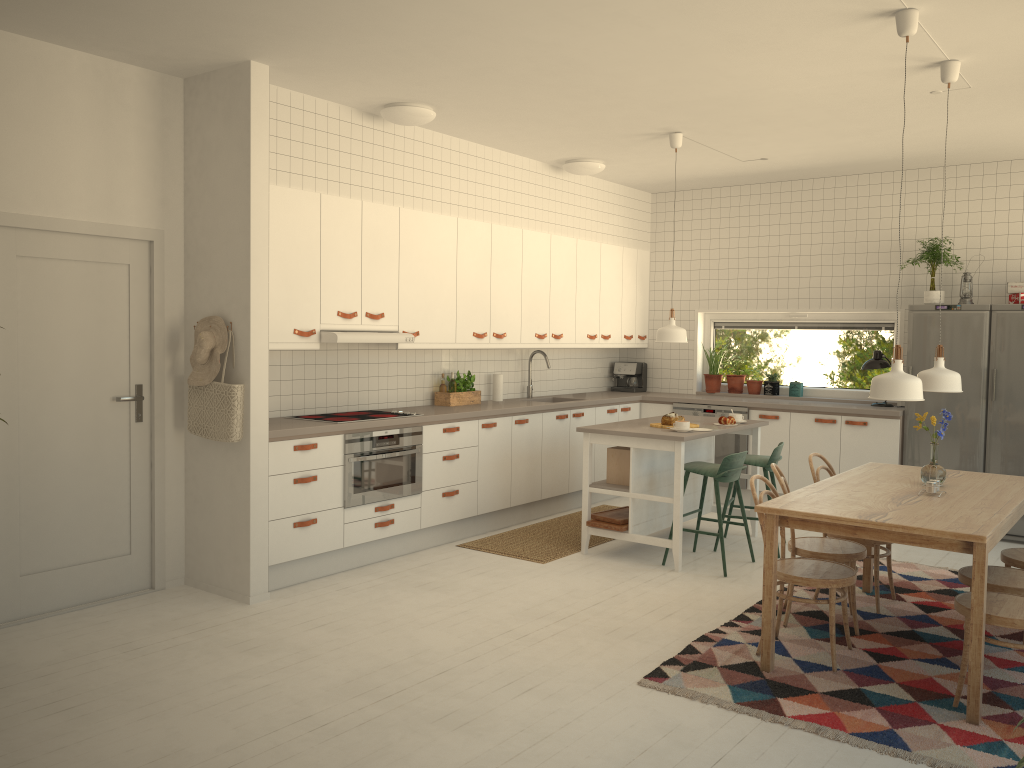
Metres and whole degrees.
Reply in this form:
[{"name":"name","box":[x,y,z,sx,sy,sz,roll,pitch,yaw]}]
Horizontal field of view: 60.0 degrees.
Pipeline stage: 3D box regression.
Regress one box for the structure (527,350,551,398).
[{"name":"structure","box":[0.228,-0.082,7.636,0.236,0.421,0.063,4,4,44]}]

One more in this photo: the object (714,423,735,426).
[{"name":"object","box":[1.513,0.288,6.283,0.167,0.005,0.167,3,4,32]}]

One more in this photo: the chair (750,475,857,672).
[{"name":"chair","box":[1.352,0.849,4.138,0.483,0.810,0.385,3,3,34]}]

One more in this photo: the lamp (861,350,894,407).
[{"name":"lamp","box":[3.045,-0.049,7.399,0.262,0.465,0.239,0,3,-24]}]

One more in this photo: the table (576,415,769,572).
[{"name":"table","box":[1.170,0.716,6.319,0.794,0.864,1.424,3,4,37]}]

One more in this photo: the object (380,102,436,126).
[{"name":"object","box":[-0.656,-1.694,5.612,0.351,0.101,0.351,0,3,-11]}]

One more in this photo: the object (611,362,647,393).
[{"name":"object","box":[1.136,-0.070,8.817,0.316,0.292,0.279,3,4,38]}]

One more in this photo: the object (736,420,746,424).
[{"name":"object","box":[1.618,0.274,6.427,0.160,0.020,0.160,3,4,33]}]

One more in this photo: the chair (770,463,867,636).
[{"name":"chair","box":[1.580,0.828,4.596,0.483,0.810,0.385,2,3,19]}]

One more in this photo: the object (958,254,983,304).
[{"name":"object","box":[3.504,-0.797,6.792,0.154,0.383,0.163,-1,3,-30]}]

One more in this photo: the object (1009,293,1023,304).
[{"name":"object","box":[3.906,-0.631,6.598,0.309,0.082,0.312,2,3,17]}]

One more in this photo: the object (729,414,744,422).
[{"name":"object","box":[1.620,0.248,6.428,0.094,0.060,0.098,3,4,34]}]

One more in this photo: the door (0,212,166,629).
[{"name":"door","box":[-2.296,0.169,4.663,0.166,2.032,0.955,3,4,37]}]

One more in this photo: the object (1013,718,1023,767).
[{"name":"object","box":[1.145,0.703,1.523,0.514,1.423,0.569,0,3,-10]}]

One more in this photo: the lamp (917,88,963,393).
[{"name":"lamp","box":[2.217,-0.760,4.548,0.229,1.595,0.230,1,3,-7]}]

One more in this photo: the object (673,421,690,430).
[{"name":"object","box":[1.113,0.273,5.799,0.098,0.064,0.094,1,3,-5]}]

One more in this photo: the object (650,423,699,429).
[{"name":"object","box":[1.117,0.286,6.092,0.306,0.019,0.237,-1,4,-37]}]

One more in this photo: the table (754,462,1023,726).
[{"name":"table","box":[1.938,0.888,4.296,0.894,0.749,1.798,3,4,37]}]

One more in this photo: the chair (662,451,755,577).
[{"name":"chair","box":[1.294,0.802,5.783,0.446,0.752,0.485,3,4,36]}]

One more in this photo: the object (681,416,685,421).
[{"name":"object","box":[1.150,0.248,6.117,0.083,0.055,0.073,4,4,43]}]

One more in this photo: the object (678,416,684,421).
[{"name":"object","box":[1.139,0.248,6.090,0.083,0.057,0.072,4,4,43]}]

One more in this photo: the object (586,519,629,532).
[{"name":"object","box":[0.738,0.934,6.030,0.281,0.030,0.430,3,4,37]}]

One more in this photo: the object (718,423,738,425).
[{"name":"object","box":[1.515,0.285,6.286,0.120,0.005,0.122,-1,4,-35]}]

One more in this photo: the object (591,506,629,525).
[{"name":"object","box":[0.770,0.901,6.099,0.430,0.030,0.281,-2,4,-44]}]

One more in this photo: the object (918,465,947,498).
[{"name":"object","box":[1.984,0.452,4.180,0.095,0.138,0.155,3,4,37]}]

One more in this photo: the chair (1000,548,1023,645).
[{"name":"chair","box":[2.689,0.856,4.386,0.483,0.810,0.385,1,3,9]}]

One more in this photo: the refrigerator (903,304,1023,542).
[{"name":"refrigerator","box":[3.681,0.286,6.809,1.146,1.777,0.559,3,4,37]}]

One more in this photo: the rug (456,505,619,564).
[{"name":"rug","box":[0.505,1.112,6.762,0.750,0.004,2.000,3,4,37]}]

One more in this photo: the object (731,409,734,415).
[{"name":"object","box":[1.614,0.230,6.448,0.028,0.086,0.102,0,3,-12]}]

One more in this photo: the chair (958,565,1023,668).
[{"name":"chair","box":[2.281,0.872,3.994,0.483,0.810,0.385,3,3,34]}]

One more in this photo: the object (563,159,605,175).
[{"name":"object","box":[0.590,-1.767,7.269,0.351,0.101,0.351,0,3,-11]}]

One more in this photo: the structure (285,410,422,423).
[{"name":"structure","box":[-1.019,0.219,5.779,0.504,0.057,0.764,3,4,37]}]

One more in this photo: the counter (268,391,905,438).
[{"name":"counter","box":[0.777,0.292,6.297,2.857,0.163,4.845,3,4,37]}]

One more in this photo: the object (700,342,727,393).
[{"name":"object","box":[1.952,-0.165,8.512,0.300,0.499,0.333,2,3,20]}]

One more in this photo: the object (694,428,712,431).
[{"name":"object","box":[1.251,0.305,5.904,0.167,0.005,0.167,3,4,32]}]

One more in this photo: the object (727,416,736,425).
[{"name":"object","box":[1.553,0.259,6.282,0.060,0.059,0.074,1,3,6]}]

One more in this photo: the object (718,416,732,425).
[{"name":"object","box":[1.498,0.258,6.282,0.070,0.060,0.131,0,3,-15]}]

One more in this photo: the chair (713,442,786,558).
[{"name":"chair","box":[1.693,0.781,6.255,0.446,0.752,0.485,2,3,22]}]

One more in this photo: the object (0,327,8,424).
[{"name":"object","box":[-2.666,0.410,3.126,0.778,1.711,2.089,2,3,18]}]

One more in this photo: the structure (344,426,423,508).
[{"name":"structure","box":[-1.060,0.501,5.828,0.704,0.447,0.682,3,4,37]}]

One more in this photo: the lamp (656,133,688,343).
[{"name":"lamp","box":[1.135,-1.035,6.214,0.230,1.490,0.229,3,4,37]}]

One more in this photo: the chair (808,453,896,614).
[{"name":"chair","box":[1.912,0.811,4.983,0.484,0.810,0.385,3,4,39]}]

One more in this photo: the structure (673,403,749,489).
[{"name":"structure","box":[1.938,0.532,8.136,0.706,0.710,0.704,3,4,37]}]

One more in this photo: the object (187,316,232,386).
[{"name":"object","box":[-1.682,-0.182,4.859,0.335,0.385,0.136,3,4,37]}]

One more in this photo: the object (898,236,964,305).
[{"name":"object","box":[3.303,-0.890,6.933,0.468,0.545,0.474,-2,4,-39]}]

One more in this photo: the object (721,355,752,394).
[{"name":"object","box":[2.126,-0.094,8.402,0.234,0.369,0.258,-2,4,-41]}]

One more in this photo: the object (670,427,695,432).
[{"name":"object","box":[1.115,0.301,5.801,0.160,0.020,0.160,1,3,3]}]

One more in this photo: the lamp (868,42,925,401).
[{"name":"lamp","box":[1.701,-0.729,3.862,0.229,1.595,0.230,0,3,-18]}]

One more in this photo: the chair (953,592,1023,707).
[{"name":"chair","box":[2.039,0.893,3.549,0.484,0.810,0.385,3,4,39]}]

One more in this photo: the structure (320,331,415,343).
[{"name":"structure","box":[-1.041,-0.307,5.790,0.482,0.073,0.681,3,4,37]}]

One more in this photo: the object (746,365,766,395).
[{"name":"object","box":[2.274,-0.035,8.265,0.194,0.277,0.177,1,3,4]}]

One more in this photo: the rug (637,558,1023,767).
[{"name":"rug","box":[2.114,1.253,4.456,1.749,0.035,3.025,3,4,37]}]

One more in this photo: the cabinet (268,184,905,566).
[{"name":"cabinet","box":[0.781,-0.105,6.279,2.853,2.159,4.845,3,4,37]}]

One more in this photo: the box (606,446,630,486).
[{"name":"box","box":[0.846,0.555,6.105,0.237,0.242,0.357,3,4,38]}]

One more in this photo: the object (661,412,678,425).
[{"name":"object","box":[1.074,0.236,6.038,0.086,0.087,0.090,4,4,44]}]

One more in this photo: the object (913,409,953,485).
[{"name":"object","box":[2.119,0.314,4.443,0.144,0.388,0.206,1,3,-1]}]

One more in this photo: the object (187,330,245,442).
[{"name":"object","box":[-1.625,0.006,4.870,0.439,0.612,0.093,3,4,36]}]

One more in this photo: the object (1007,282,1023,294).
[{"name":"object","box":[3.907,-0.713,6.597,0.308,0.082,0.312,-2,4,-40]}]

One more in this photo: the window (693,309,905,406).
[{"name":"window","box":[2.601,-0.269,8.109,1.898,0.816,0.293,3,4,37]}]
